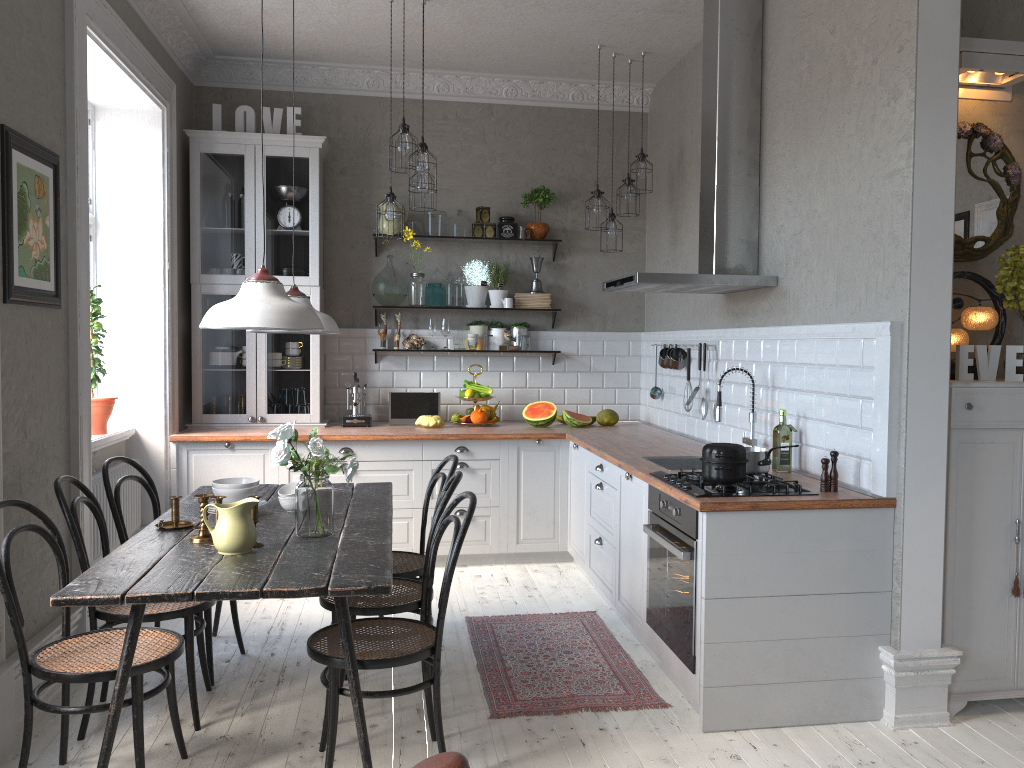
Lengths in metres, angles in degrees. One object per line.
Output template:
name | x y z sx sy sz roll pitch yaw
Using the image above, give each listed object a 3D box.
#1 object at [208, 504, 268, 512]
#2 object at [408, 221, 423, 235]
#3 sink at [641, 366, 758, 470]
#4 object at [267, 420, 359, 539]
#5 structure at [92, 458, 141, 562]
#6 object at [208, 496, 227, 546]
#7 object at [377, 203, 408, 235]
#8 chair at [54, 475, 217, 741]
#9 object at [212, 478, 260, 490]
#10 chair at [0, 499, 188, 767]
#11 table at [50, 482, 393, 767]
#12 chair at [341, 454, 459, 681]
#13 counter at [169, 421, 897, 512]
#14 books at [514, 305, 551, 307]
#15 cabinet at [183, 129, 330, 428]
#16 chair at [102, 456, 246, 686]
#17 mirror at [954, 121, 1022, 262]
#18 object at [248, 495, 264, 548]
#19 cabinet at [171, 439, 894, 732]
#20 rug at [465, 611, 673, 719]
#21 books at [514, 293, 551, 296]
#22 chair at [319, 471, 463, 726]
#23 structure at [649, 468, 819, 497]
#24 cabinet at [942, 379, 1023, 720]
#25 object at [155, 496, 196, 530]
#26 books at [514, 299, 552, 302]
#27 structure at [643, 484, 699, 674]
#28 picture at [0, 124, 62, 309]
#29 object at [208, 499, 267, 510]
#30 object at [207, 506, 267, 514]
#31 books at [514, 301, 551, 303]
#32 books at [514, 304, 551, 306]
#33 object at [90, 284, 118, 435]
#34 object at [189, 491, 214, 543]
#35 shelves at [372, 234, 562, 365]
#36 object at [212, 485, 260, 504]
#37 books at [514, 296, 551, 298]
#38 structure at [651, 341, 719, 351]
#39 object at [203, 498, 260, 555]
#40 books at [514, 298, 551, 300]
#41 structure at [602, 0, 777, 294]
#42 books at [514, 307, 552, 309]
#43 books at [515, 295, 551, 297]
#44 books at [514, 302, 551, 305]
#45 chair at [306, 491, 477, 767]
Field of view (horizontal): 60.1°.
object | -1.098 0.496 3.525 0.242 0.027 0.232 -2 3 -41
object | -0.679 -1.078 6.202 0.104 0.111 0.102 0 3 -9
sink | 0.941 0.272 4.278 0.532 0.720 0.482 0 3 -9
object | -0.699 0.333 3.129 0.314 0.414 0.249 0 3 -11
structure | -2.147 0.671 4.613 0.150 0.428 1.213 0 3 -10
object | -0.994 0.457 2.997 0.061 0.172 0.062 1 3 13
object | -0.829 -1.129 6.115 0.190 0.216 0.174 1 3 5
chair | -1.399 0.797 3.329 0.554 0.920 0.434 0 3 -12
object | -1.098 0.432 3.521 0.182 0.094 0.177 0 3 -18
chair | -1.322 0.822 2.784 0.550 0.920 0.437 0 3 -2
table | -0.917 0.892 3.397 0.911 0.735 1.906 0 3 -8
chair | -0.516 0.780 3.935 0.554 0.920 0.434 0 3 -12
counter | -0.347 0.364 4.712 3.184 0.039 3.366 0 3 -9
books | 0.149 -0.556 6.374 0.262 0.011 0.157 0 3 -4
cabinet | -1.675 -0.657 5.904 0.886 1.921 0.385 0 3 -10
chair | -1.446 0.775 3.811 0.548 0.920 0.439 1 3 3
mirror | 1.926 -0.815 3.743 0.536 0.593 0.070 0 3 -10
object | -0.867 0.462 2.984 0.059 0.167 0.059 1 3 5
cabinet | 0.079 0.769 4.954 4.109 0.854 2.029 3 3 37
rug | 0.188 1.234 4.028 0.741 0.014 1.280 0 3 -8
books | 0.150 -0.642 6.371 0.262 0.011 0.157 0 3 -4
chair | -0.470 0.801 3.456 0.550 0.920 0.437 0 3 -2
structure | 0.885 0.393 3.622 0.500 0.031 0.601 0 3 -9
cabinet | 1.931 0.633 3.583 0.671 1.297 0.381 0 3 -9
object | -1.242 0.472 3.269 0.142 0.112 0.137 -1 3 -26
books | 0.149 -0.599 6.372 0.262 0.011 0.157 0 3 -7
structure | 0.908 0.757 3.638 0.623 0.623 0.618 0 3 -9
picture | -1.796 -0.601 3.329 0.020 0.619 0.517 0 3 -8
object | -1.098 0.488 3.524 0.235 0.027 0.240 1 3 14
object | -1.098 0.505 3.525 0.236 0.027 0.239 1 3 9
books | 0.149 -0.588 6.373 0.262 0.011 0.157 0 3 -4
books | 0.149 -0.566 6.374 0.260 0.016 0.158 1 3 3
object | -2.281 -0.135 4.802 0.257 0.813 0.263 1 3 18
object | -1.064 0.454 3.058 0.097 0.172 0.094 -1 3 -28
shelves | -0.317 -0.567 6.285 1.326 0.923 0.227 0 3 -10
object | -1.098 0.452 3.522 0.182 0.094 0.177 0 3 -18
books | 0.150 -0.620 6.371 0.260 0.016 0.158 1 3 3
structure | 1.061 -0.241 5.547 0.095 0.053 1.078 0 3 -8
object | -0.911 0.463 2.893 0.133 0.170 0.153 3 3 42
books | 0.150 -0.610 6.372 0.262 0.011 0.157 0 3 -4
structure | 0.909 -1.292 4.603 0.718 1.595 0.707 0 3 -9
books | 0.149 -0.544 6.375 0.262 0.011 0.157 0 3 -7
books | 0.150 -0.631 6.371 0.261 0.016 0.157 1 3 -1
books | 0.149 -0.577 6.373 0.261 0.016 0.157 1 3 -1
chair | -0.395 0.825 2.931 0.554 0.920 0.434 0 3 -12
